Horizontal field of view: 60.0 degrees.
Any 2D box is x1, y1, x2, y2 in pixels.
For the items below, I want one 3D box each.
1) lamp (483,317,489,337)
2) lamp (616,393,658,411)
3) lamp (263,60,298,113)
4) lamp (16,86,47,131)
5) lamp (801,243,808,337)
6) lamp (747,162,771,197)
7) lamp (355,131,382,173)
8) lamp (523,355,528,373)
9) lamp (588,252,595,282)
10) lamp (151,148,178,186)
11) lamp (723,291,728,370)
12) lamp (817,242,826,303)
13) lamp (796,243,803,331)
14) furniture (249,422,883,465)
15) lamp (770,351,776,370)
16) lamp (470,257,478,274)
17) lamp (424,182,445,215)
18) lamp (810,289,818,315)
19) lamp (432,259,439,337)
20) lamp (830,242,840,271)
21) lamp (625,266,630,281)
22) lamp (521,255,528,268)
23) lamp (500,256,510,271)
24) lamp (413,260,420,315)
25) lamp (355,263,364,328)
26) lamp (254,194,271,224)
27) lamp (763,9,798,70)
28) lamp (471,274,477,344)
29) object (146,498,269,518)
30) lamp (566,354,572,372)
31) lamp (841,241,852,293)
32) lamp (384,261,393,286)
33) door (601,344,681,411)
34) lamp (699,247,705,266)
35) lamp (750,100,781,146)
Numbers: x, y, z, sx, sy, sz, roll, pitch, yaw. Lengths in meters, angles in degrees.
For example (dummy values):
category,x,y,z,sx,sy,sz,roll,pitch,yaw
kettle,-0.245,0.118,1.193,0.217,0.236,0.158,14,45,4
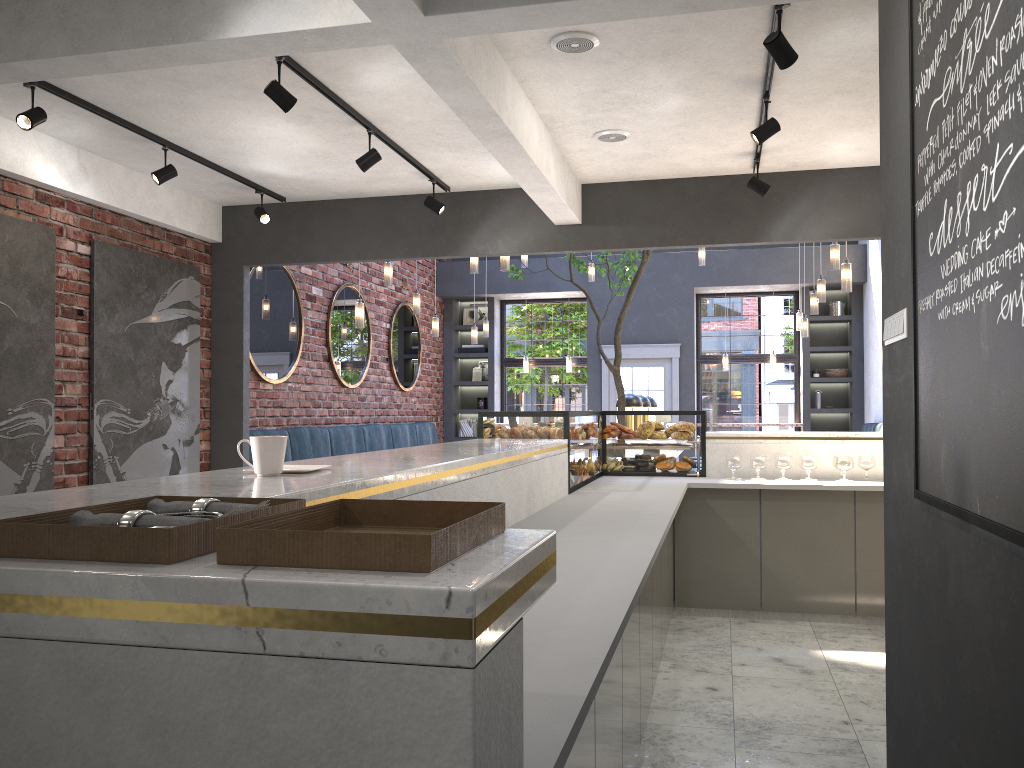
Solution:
category,x,y,z,sx,sy,sz,roll,pitch,yaw
lamp,-0.352,-2.677,11.881,0.078,4.104,0.078,0,-1,-2
lamp,-0.110,-1.191,6.126,4.182,3.256,8.837,0,-2,-3
lamp,-1.088,-1.399,4.168,0.157,0.238,0.087,1,-2,-38
lamp,-2.424,-1.385,4.475,0.087,0.235,0.157,0,-1,7
lamp,3.401,-2.598,10.359,0.078,4.104,0.078,0,-1,-2
lamp,1.635,-1.355,5.877,0.157,0.235,0.087,0,-1,7
lamp,-0.846,-1.369,5.237,0.157,0.238,0.087,0,-1,7
lamp,0.207,-0.884,13.375,0.078,1.429,0.078,-1,-2,43
lamp,0.972,-3.310,10.934,0.078,4.104,0.078,0,-1,-2
lamp,-2.174,-1.356,5.547,0.157,0.238,0.087,1,-2,-38
lamp,3.053,-0.912,12.701,0.078,1.429,0.078,0,-1,-24
lamp,2.990,-2.841,8.628,0.078,4.104,0.078,0,-1,-24
lamp,3.554,-2.713,11.008,0.078,4.104,0.078,0,-1,-2
furniture,1.086,1.005,9.390,6.021,1.151,5.342,-1,-2,13
lamp,3.692,-0.918,12.549,0.078,1.429,0.078,-1,-2,43
lamp,-0.363,-3.098,8.419,0.078,4.104,0.078,-1,-2,43
lamp,-0.559,-1.335,6.397,0.157,0.238,0.087,0,-1,7
lamp,3.145,-2.775,9.281,0.078,4.104,0.078,0,-1,-24
lamp,-0.882,-2.591,10.202,0.078,4.104,0.078,-1,-1,21
lamp,2.737,-3.017,7.565,0.078,4.104,0.078,0,-1,-2
lamp,1.487,-3.388,11.459,0.078,4.104,0.078,0,-1,-2
lamp,0.147,-3.462,10.743,0.078,4.104,0.078,0,-1,-2
lamp,-0.064,-3.000,7.456,0.078,4.104,0.078,-1,-2,43
lamp,-1.031,-2.803,9.580,0.078,4.104,0.078,-1,-1,21
lamp,-1.330,-2.538,7.747,0.078,4.104,0.078,0,-1,-2
lamp,-1.889,-1.321,6.709,0.087,0.235,0.157,1,-2,-36
lamp,1.106,-1.419,3.649,0.157,0.235,0.087,1,-2,-38
lamp,-0.484,-2.560,11.321,0.078,4.104,0.078,0,-1,-2
object,-0.409,0.174,1.195,0.175,0.039,0.056,-1,-2,13
lamp,0.847,-0.890,13.223,0.078,1.429,0.078,0,-1,-24
lamp,2.576,-2.762,6.879,0.078,4.104,0.078,0,-1,-2
lamp,-1.173,-2.982,8.422,0.078,4.104,0.078,0,-1,-2
door,1.802,0.559,12.429,1.132,2.218,0.152,0,-1,13
lamp,2.276,-3.474,10.684,0.078,4.104,0.078,0,-1,-2
lamp,1.348,-1.388,4.717,0.157,0.235,0.087,0,-1,7
